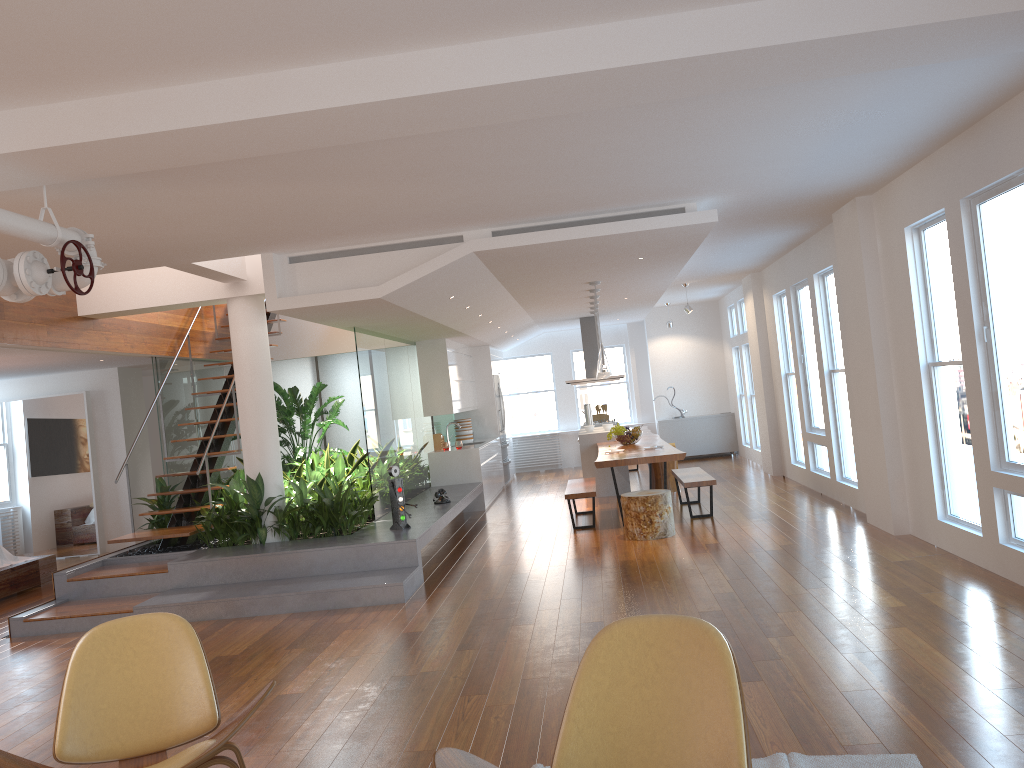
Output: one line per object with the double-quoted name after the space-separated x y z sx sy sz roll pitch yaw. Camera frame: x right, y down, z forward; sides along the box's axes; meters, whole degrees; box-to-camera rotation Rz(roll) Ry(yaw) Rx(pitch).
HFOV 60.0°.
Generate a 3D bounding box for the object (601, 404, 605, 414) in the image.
1.484 0.477 14.332 0.068 0.298 0.039 -6 -1 5 "object"

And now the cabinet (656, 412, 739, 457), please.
3.228 0.926 15.470 1.309 0.725 0.420 -6 -1 5 "cabinet"

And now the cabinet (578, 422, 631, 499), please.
1.337 1.051 12.979 0.597 0.832 2.936 -6 -1 5 "cabinet"

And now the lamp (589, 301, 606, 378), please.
1.116 -0.606 11.473 0.160 1.060 0.160 -7 -1 32 "lamp"

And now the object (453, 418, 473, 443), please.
-0.727 0.708 13.310 0.267 0.356 0.266 -7 -1 31 "object"

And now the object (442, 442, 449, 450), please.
-0.876 0.823 11.746 0.094 0.106 0.094 -6 -1 11 "object"

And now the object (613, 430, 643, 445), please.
1.385 0.651 10.554 0.360 0.159 0.360 -6 -1 -31 "object"

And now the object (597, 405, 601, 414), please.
1.420 0.483 14.335 0.057 0.299 0.019 -6 -1 5 "object"

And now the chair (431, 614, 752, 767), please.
0.343 1.066 2.183 0.867 0.752 0.856 -6 -1 -35 "chair"

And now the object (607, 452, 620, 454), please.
1.087 0.739 9.500 0.164 0.006 0.017 -6 -1 10 "object"

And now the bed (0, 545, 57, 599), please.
-6.095 1.920 8.428 2.314 0.595 2.207 -6 -1 5 "bed"

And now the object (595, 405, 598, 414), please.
1.388 0.487 14.358 0.061 0.299 0.040 -6 -1 3 "object"

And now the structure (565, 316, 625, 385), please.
1.229 -0.717 13.892 0.909 1.405 0.900 -6 -1 5 "structure"

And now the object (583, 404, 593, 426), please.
1.175 0.479 13.460 0.172 0.356 0.120 -6 -1 -37 "object"

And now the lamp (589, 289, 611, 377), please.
0.985 -0.612 10.033 0.160 1.060 0.160 -7 -1 32 "lamp"

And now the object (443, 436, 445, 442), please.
-0.959 0.811 12.275 0.100 0.170 0.173 -6 -1 7 "object"

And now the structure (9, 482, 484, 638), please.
-2.079 1.614 9.446 3.088 0.386 5.584 -6 -1 5 "structure"

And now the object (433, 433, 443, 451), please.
-0.998 0.786 12.030 0.104 0.222 0.200 -6 -1 5 "object"

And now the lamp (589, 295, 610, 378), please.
1.050 -0.609 10.753 0.160 1.060 0.160 -7 -1 32 "lamp"

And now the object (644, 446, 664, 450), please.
1.521 0.685 9.515 0.222 0.020 0.222 -6 -1 -3 "object"

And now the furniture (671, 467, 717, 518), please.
1.952 1.161 9.508 0.316 0.389 1.433 -6 -1 5 "furniture"

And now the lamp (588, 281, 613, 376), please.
0.920 -0.615 9.313 0.160 1.060 0.160 -7 -1 32 "lamp"

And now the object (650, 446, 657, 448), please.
1.520 0.679 9.515 0.070 0.030 0.079 -6 -1 -42 "object"

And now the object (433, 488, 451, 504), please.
-0.771 1.201 9.505 0.216 0.155 0.181 -6 -1 -30 "object"

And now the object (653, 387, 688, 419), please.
2.774 0.327 15.470 0.590 0.563 0.210 -6 -1 -24 "object"

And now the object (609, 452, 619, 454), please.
1.082 0.735 9.468 0.149 0.014 0.044 -6 -1 4 "object"

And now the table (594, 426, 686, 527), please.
1.549 1.072 11.558 0.893 0.704 5.996 -6 -1 5 "table"

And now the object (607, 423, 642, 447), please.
1.354 0.591 10.572 0.394 0.284 0.292 -6 -1 -31 "object"

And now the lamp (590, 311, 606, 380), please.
1.247 -0.601 12.913 0.160 1.060 0.160 -7 -1 32 "lamp"

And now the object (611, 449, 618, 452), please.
1.107 0.725 9.600 0.070 0.030 0.079 -6 -1 -32 "object"

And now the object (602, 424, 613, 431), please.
1.288 0.582 11.902 0.152 0.082 0.152 -6 -1 -34 "object"

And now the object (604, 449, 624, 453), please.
1.108 0.731 9.600 0.222 0.020 0.222 -5 -1 -44 "object"

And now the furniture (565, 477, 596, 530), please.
0.771 1.292 9.615 0.316 0.389 1.433 -6 -1 5 "furniture"

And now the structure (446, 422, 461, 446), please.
-0.824 0.808 12.761 0.248 0.536 0.115 -6 -1 5 "structure"

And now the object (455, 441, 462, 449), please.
-0.701 0.803 11.684 0.094 0.106 0.094 -6 -1 11 "object"

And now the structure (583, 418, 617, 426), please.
1.373 0.606 13.901 0.520 0.073 0.650 -6 -1 5 "structure"

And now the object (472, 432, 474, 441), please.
-0.717 0.796 13.696 0.284 0.196 0.265 -5 -1 -43 "object"

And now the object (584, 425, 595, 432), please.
1.053 0.610 12.047 0.152 0.082 0.152 -7 -1 44 "object"

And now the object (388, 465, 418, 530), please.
-0.964 0.996 7.800 0.318 0.565 0.134 -7 -1 41 "object"

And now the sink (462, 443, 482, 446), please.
-0.612 0.982 12.713 0.449 0.192 0.666 -6 -1 5 "sink"

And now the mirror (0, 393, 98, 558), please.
-5.991 1.204 11.346 1.267 2.044 0.049 -6 -1 5 "mirror"

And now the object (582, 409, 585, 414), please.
1.236 0.520 14.369 0.199 0.259 0.016 -6 -1 16 "object"

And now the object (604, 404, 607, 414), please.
1.522 0.473 14.346 0.057 0.294 0.030 -6 -1 5 "object"

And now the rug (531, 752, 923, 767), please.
-0.577 1.496 1.754 3.525 0.057 3.478 -6 -1 9 "rug"

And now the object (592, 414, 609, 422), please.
1.395 0.565 14.347 0.353 0.157 0.084 -6 -1 5 "object"

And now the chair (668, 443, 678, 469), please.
2.349 1.150 13.580 0.344 0.430 0.549 -6 -1 9 "chair"

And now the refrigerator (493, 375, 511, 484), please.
-0.443 0.769 14.481 0.725 1.772 0.908 -6 -1 5 "refrigerator"

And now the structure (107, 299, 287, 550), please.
-2.454 -0.434 10.153 2.552 4.265 4.591 -6 -1 5 "structure"

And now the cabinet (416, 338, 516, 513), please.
-0.588 0.558 13.750 0.676 2.280 4.565 -6 -1 5 "cabinet"

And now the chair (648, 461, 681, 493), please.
1.943 1.158 11.393 0.396 0.455 0.402 -6 -1 -5 "chair"

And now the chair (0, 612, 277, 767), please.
-1.227 1.249 3.046 0.856 0.752 0.867 -6 -1 10 "chair"

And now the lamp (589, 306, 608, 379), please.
1.181 -0.603 12.193 0.160 1.060 0.160 -7 -1 32 "lamp"

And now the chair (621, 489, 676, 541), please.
1.262 1.210 8.226 0.460 0.400 0.460 -6 -1 15 "chair"
